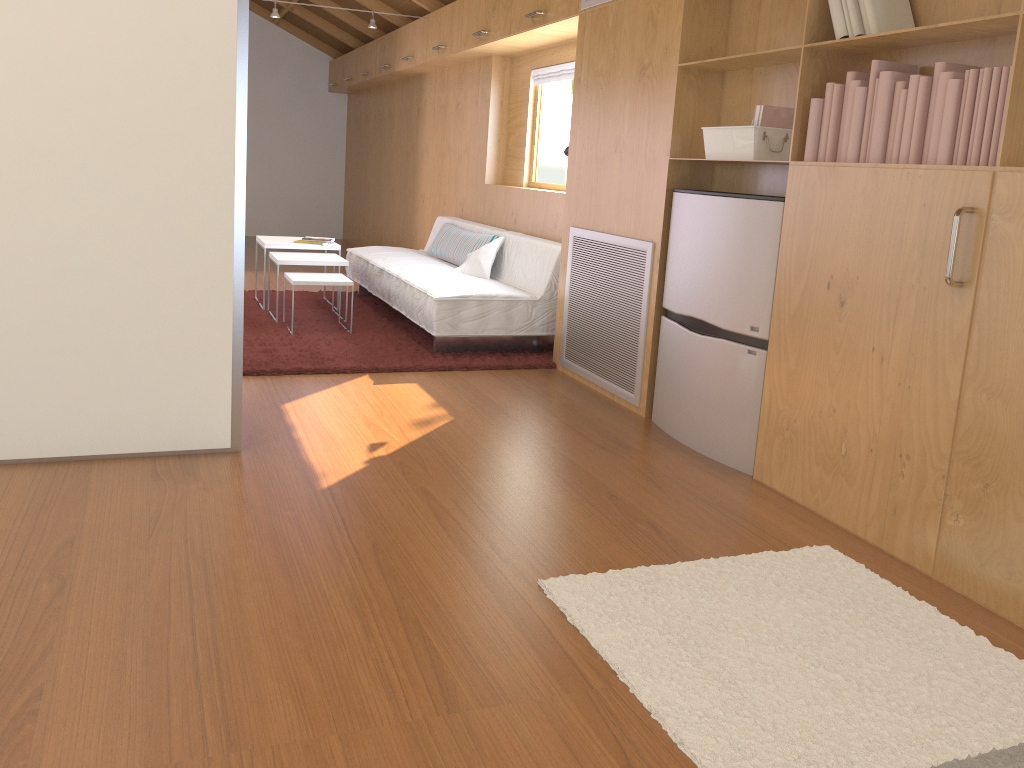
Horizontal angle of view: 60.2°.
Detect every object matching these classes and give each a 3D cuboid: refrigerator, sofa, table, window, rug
[{"bbox_3d":[0.834,-0.241,3.428,0.262,0.974,0.723,0,12,-22],"label":"refrigerator"},{"bbox_3d":[-0.440,-0.716,5.783,0.863,0.620,2.388,-1,14,-22],"label":"sofa"},{"bbox_3d":[-1.457,-0.753,5.979,0.485,0.432,0.532,-1,13,-22],"label":"table"},{"bbox_3d":[0.436,-1.557,5.367,0.035,0.779,1.518,0,13,-22],"label":"window"},{"bbox_3d":[-0.842,-0.373,5.564,1.885,0.020,2.516,-2,15,-22],"label":"rug"},{"bbox_3d":[1.173,0.948,0.699,0.917,0.011,3.775,-2,15,-22],"label":"rug"},{"bbox_3d":[-1.144,-0.477,5.202,0.342,0.304,0.374,-1,13,-22],"label":"table"},{"bbox_3d":[-1.289,-0.612,5.562,0.424,0.378,0.465,-1,13,-22],"label":"table"}]

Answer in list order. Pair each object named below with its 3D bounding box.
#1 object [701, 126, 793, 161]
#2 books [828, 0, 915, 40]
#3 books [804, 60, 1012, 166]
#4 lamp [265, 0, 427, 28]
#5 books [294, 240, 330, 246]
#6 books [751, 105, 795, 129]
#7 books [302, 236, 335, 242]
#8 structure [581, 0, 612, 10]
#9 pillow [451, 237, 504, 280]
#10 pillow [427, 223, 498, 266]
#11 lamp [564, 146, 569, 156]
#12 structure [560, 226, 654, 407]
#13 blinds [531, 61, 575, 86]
[{"bbox_3d":[0.888,-0.901,3.334,0.203,0.121,0.355,-1,14,-22],"label":"object"},{"bbox_3d":[1.122,-1.222,2.786,0.176,0.293,0.283,0,12,-22],"label":"books"},{"bbox_3d":[1.637,-0.675,1.486,0.189,0.649,3.153,0,14,-22],"label":"books"},{"bbox_3d":[-2.434,-2.732,6.164,3.829,0.151,0.073,-2,12,-22],"label":"lamp"},{"bbox_3d":[-1.316,-0.933,5.831,0.193,0.016,0.154,6,14,7],"label":"books"},{"bbox_3d":[0.939,-0.911,3.215,0.150,0.190,0.089,-1,11,-22],"label":"books"},{"bbox_3d":[-1.292,-0.967,5.911,0.193,0.016,0.155,3,14,-3],"label":"books"},{"bbox_3d":[0.523,-1.891,3.953,0.013,0.296,0.916,0,14,-22],"label":"structure"},{"bbox_3d":[-0.207,-0.794,5.479,0.348,0.248,0.269,11,14,31],"label":"pillow"},{"bbox_3d":[-0.364,-0.948,6.079,0.171,0.248,1.056,0,14,-22],"label":"pillow"},{"bbox_3d":[0.306,-0.724,4.792,0.257,1.182,0.183,13,13,43],"label":"lamp"},{"bbox_3d":[0.428,-0.351,4.186,0.013,0.712,0.831,0,12,-22],"label":"structure"},{"bbox_3d":[0.411,-1.886,5.293,0.047,0.109,1.519,0,14,-22],"label":"blinds"}]
